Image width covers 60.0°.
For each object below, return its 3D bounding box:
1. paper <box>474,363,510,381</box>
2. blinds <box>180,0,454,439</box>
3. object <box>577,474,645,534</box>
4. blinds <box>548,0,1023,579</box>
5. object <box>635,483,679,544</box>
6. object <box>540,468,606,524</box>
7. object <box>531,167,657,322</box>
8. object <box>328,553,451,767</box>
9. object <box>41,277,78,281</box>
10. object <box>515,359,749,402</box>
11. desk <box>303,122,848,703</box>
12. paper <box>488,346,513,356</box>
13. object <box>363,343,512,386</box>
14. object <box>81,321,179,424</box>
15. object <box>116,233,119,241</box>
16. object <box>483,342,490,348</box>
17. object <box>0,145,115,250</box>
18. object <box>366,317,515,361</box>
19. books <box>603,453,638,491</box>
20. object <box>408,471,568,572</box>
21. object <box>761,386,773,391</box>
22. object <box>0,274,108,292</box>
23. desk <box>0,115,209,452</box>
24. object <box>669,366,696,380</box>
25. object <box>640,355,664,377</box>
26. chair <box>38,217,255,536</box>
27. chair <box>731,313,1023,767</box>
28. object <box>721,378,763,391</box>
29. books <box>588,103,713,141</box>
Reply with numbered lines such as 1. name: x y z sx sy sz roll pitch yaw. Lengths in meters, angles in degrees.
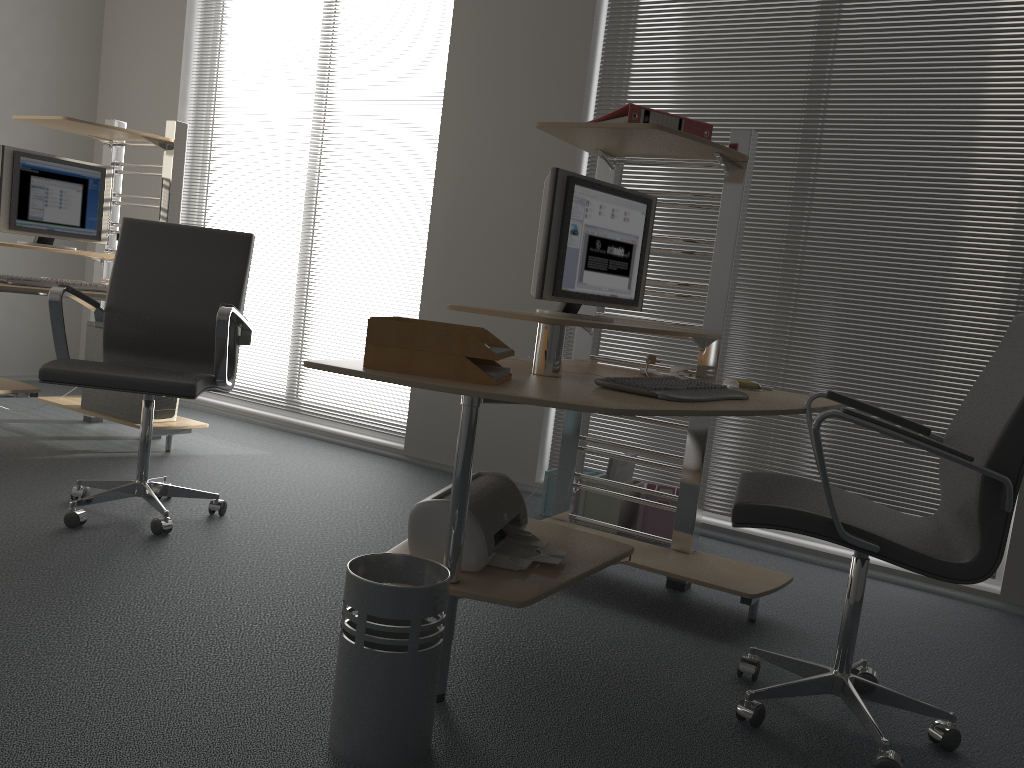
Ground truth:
1. paper: -0.167 -0.042 2.105 0.297 0.019 0.210 8 6 9
2. blinds: -1.218 -1.212 5.109 1.950 2.749 0.037 10 7 29
3. object: 0.431 0.520 3.850 0.185 0.202 0.245 10 7 30
4. blinds: 1.182 -0.775 3.732 1.950 2.770 0.022 10 7 29
5. object: 0.637 0.555 3.763 0.185 0.202 0.245 8 6 12
6. object: 0.272 0.491 3.941 0.185 0.202 0.245 10 7 30
7. object: 0.231 -0.416 2.777 0.516 0.418 0.245 2 7 -38
8. object: -0.248 0.556 1.794 0.208 0.377 0.208 5 6 -17
9. object: -1.997 -0.459 4.236 0.742 0.088 0.168 11 7 32
10. object: 0.217 -0.008 2.527 0.814 0.082 0.478 11 7 37
11. desk: 0.299 -0.049 2.418 0.967 1.566 1.469 10 7 29
12. paper: -0.161 -0.094 2.100 0.297 0.010 0.210 8 6 9
13. object: -0.167 -0.055 2.104 0.309 0.060 0.225 8 6 9
14. object: -1.817 -0.060 4.254 0.471 0.422 0.199 10 7 29
15. object: -1.831 -0.682 4.290 0.154 0.135 0.093 5 6 -23
16. object: -0.060 -0.088 2.083 0.008 0.009 0.159 6 6 -7
17. object: -2.144 -0.848 4.139 0.516 0.418 0.245 1 8 -45
18. object: -0.160 -0.110 2.098 0.309 0.060 0.225 8 6 9
19. books: 0.452 0.453 3.835 0.068 0.306 0.220 10 7 30
20. object: -0.029 0.350 2.266 0.351 0.162 0.438 8 6 14
21. object: 0.772 0.005 2.897 0.158 0.011 0.011 10 6 27
22. object: -2.143 -0.443 3.927 0.814 0.082 0.478 11 7 37
23. desk: -2.094 -0.485 3.793 0.967 1.566 1.469 10 7 29
24. object: 0.558 -0.038 2.904 0.022 0.042 0.134 5 6 -18
25. object: 0.458 -0.059 2.876 0.054 0.064 0.159 7 6 -3
26. chair: -1.267 -0.053 3.125 0.584 1.048 0.652 7 6 -5
27. chair: 0.871 0.313 2.130 0.652 1.048 0.584 9 6 16
28. object: 0.734 0.000 2.823 0.132 0.026 0.132 10 7 30
29. books: 0.431 -0.814 2.840 0.320 0.072 0.262 4 7 -28
